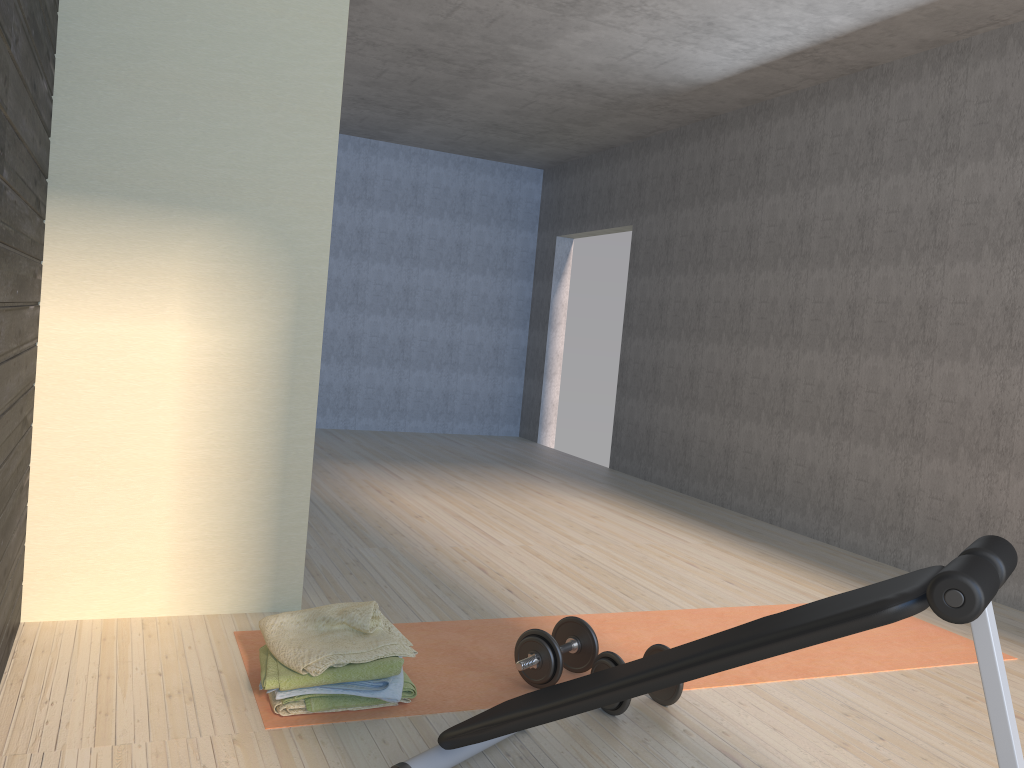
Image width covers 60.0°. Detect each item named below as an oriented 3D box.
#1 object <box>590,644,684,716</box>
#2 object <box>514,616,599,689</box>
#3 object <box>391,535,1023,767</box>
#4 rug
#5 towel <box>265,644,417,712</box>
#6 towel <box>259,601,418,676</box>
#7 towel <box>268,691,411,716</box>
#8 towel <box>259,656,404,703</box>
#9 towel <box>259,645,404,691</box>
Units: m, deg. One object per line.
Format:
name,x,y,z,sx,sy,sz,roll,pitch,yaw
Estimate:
object,0.364,0.857,2.579,0.385,0.176,0.176,3,4,-32
object,0.138,0.819,2.717,0.176,0.176,0.385,8,4,38
object,0.423,0.613,1.796,1.312,0.746,0.505,7,4,35
rug,0.504,0.924,3.125,2.779,0.002,0.716,4,3,-24
towel,-0.493,0.820,2.533,0.380,0.081,0.367,4,3,-26
towel,-0.496,0.704,2.511,0.384,0.123,0.373,3,4,-40
towel,-0.516,0.841,2.534,0.376,0.044,0.371,4,3,-25
towel,-0.498,0.795,2.509,0.383,0.078,0.383,5,3,-7
towel,-0.513,0.758,2.489,0.376,0.085,0.371,4,3,-19
